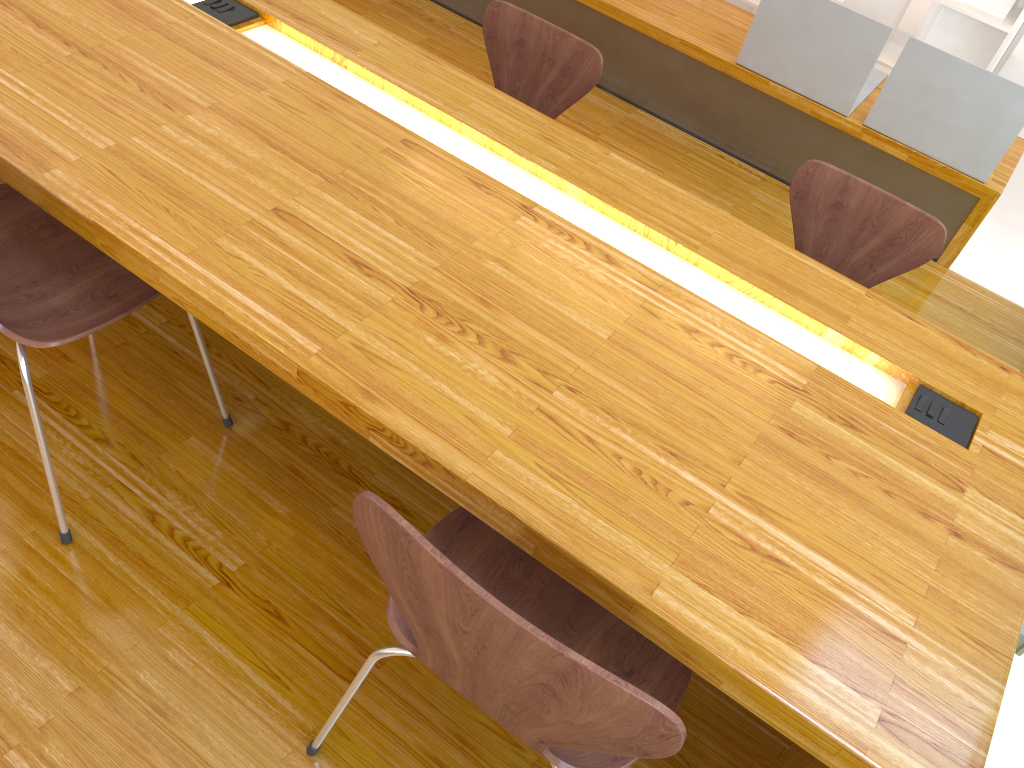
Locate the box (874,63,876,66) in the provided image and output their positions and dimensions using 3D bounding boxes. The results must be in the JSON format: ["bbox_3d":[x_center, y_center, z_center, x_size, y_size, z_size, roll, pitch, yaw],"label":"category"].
[{"bbox_3d":[1.626,-1.562,4.377,0.245,0.296,0.274,33,48,16],"label":"box"}]

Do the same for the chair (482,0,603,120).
[{"bbox_3d":[-0.068,-0.651,2.532,0.428,0.693,0.381,33,48,16],"label":"chair"}]

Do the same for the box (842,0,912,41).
[{"bbox_3d":[1.700,-1.779,4.140,0.245,0.296,0.274,33,48,16],"label":"box"}]

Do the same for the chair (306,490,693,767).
[{"bbox_3d":[0.028,0.340,1.169,0.428,0.693,0.381,33,48,16],"label":"chair"}]

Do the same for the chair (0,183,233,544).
[{"bbox_3d":[-0.755,-0.168,1.437,0.428,0.693,0.381,33,48,16],"label":"chair"}]

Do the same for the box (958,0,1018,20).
[{"bbox_3d":[2.099,-1.785,3.793,0.245,0.296,0.274,33,48,16],"label":"box"}]

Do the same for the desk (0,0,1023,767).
[{"bbox_3d":[-0.563,-0.417,2.015,3.236,0.918,1.285,33,48,16],"label":"desk"}]

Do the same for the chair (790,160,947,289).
[{"bbox_3d":[0.716,-0.143,2.264,0.428,0.693,0.381,33,48,16],"label":"chair"}]

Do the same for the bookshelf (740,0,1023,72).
[{"bbox_3d":[1.009,-2.419,4.117,2.984,1.836,0.498,33,48,16],"label":"bookshelf"}]

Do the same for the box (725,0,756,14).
[{"bbox_3d":[1.115,-1.894,4.552,0.245,0.296,0.274,33,48,16],"label":"box"}]
